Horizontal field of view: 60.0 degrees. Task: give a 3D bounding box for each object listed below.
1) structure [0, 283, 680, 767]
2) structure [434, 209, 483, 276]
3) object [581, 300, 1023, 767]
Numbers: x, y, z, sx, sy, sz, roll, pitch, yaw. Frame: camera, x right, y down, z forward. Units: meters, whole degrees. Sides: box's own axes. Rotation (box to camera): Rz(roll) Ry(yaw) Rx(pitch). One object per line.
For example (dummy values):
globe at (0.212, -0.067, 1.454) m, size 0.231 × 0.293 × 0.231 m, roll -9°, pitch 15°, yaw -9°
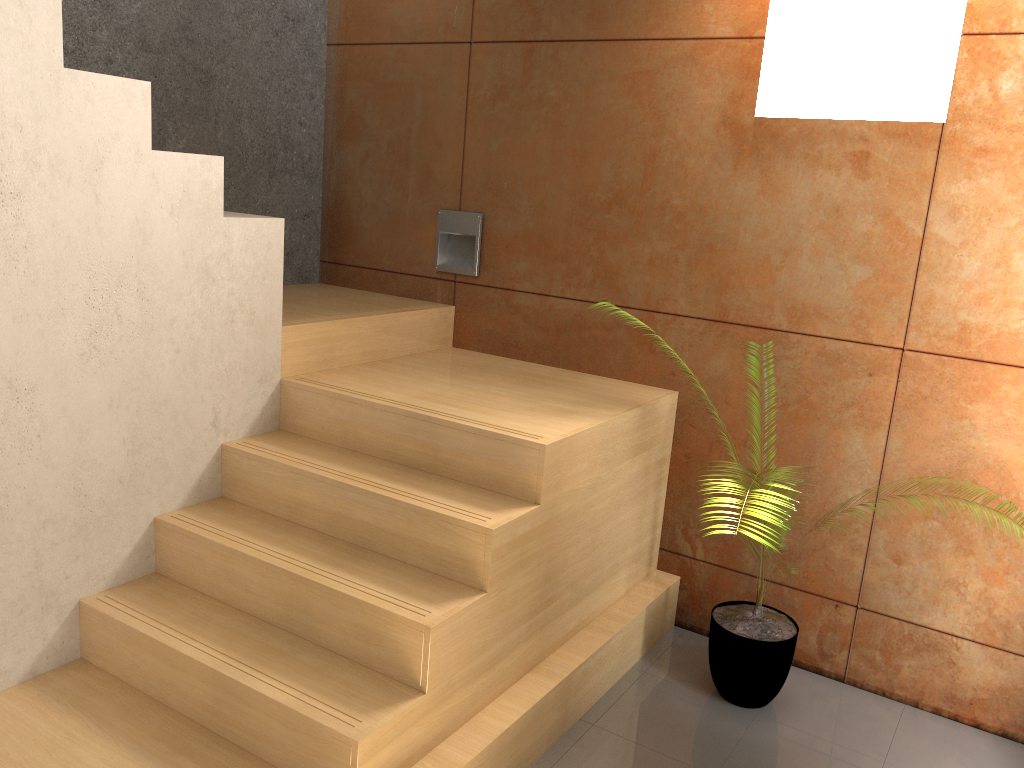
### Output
structure at (-0.778, 0.407, 2.855) m, size 1.950 × 1.110 × 2.400 m, roll 12°, pitch 15°, yaw 30°
structure at (-0.208, -0.605, 3.791) m, size 0.220 × 0.260 × 0.096 m, roll 12°, pitch 15°, yaw 30°
object at (-0.898, 0.814, 0.966) m, size 4.200 × 1.455 × 6.200 m, roll 12°, pitch 15°, yaw 30°
